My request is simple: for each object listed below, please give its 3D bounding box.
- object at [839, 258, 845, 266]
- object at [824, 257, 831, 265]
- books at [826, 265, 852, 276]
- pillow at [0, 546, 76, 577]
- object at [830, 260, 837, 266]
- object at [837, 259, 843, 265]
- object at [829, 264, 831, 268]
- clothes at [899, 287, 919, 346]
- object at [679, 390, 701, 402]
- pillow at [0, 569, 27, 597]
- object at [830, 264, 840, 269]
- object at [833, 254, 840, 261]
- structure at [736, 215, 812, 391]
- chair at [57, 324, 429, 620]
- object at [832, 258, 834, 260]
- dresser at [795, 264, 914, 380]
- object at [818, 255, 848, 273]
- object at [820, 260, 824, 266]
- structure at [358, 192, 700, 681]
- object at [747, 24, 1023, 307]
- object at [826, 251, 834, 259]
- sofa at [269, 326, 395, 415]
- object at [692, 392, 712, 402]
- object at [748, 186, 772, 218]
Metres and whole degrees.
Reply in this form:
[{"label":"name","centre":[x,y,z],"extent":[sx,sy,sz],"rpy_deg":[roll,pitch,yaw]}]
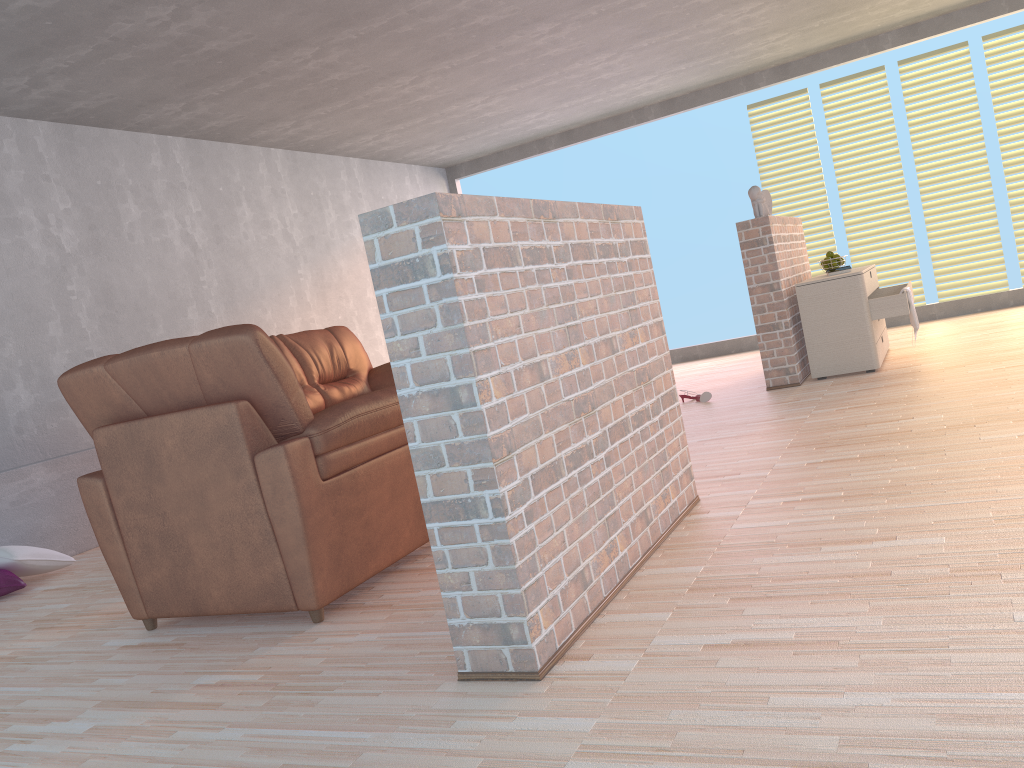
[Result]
[{"label":"object","centre":[2.244,-0.836,6.060],"extent":[0.057,0.057,0.057],"rpy_deg":[-14,5,-30]},{"label":"object","centre":[2.153,-0.840,6.052],"extent":[0.049,0.053,0.054],"rpy_deg":[-15,5,-32]},{"label":"books","centre":[2.121,-0.735,5.760],"extent":[0.146,0.040,0.209],"rpy_deg":[-11,4,17]},{"label":"pillow","centre":[-2.408,0.862,4.291],"extent":[0.388,0.205,0.357],"rpy_deg":[-11,4,14]},{"label":"object","centre":[2.183,-0.822,6.018],"extent":[0.046,0.044,0.046],"rpy_deg":[-10,5,23]},{"label":"object","centre":[2.226,-0.828,6.023],"extent":[0.039,0.040,0.038],"rpy_deg":[-9,5,35]},{"label":"object","centre":[2.198,-0.827,6.125],"extent":[0.053,0.054,0.053],"rpy_deg":[-14,5,-28]},{"label":"clothes","centre":[2.443,-0.410,5.453],"extent":[0.097,0.369,0.325],"rpy_deg":[-10,5,28]},{"label":"object","centre":[1.185,0.064,5.822],"extent":[0.188,0.085,0.069],"rpy_deg":[-14,5,-24]},{"label":"pillow","centre":[-2.487,0.937,4.056],"extent":[0.392,0.130,0.365],"rpy_deg":[-16,6,-43]},{"label":"object","centre":[2.203,-0.790,6.048],"extent":[0.060,0.055,0.059],"rpy_deg":[-13,4,-18]},{"label":"object","centre":[2.202,-0.859,6.012],"extent":[0.046,0.045,0.046],"rpy_deg":[-10,5,26]},{"label":"structure","centre":[1.873,-0.600,6.070],"extent":[0.211,1.057,1.422],"rpy_deg":[-10,5,27]},{"label":"chair","centre":[-0.832,0.238,3.109],"extent":[0.970,0.879,0.936],"rpy_deg":[-10,5,26]},{"label":"object","centre":[2.207,-0.851,6.052],"extent":[0.039,0.038,0.039],"rpy_deg":[-15,5,-34]},{"label":"dresser","centre":[2.431,-0.491,6.095],"extent":[0.605,0.612,1.686],"rpy_deg":[-10,5,27]},{"label":"object","centre":[2.201,-0.808,6.075],"extent":[0.202,0.104,0.202],"rpy_deg":[-10,4,20]},{"label":"object","centre":[2.153,-0.831,6.107],"extent":[0.054,0.048,0.053],"rpy_deg":[-9,5,33]},{"label":"structure","centre":[0.166,0.024,2.537],"extent":[0.211,1.057,1.422],"rpy_deg":[-10,5,27]},{"label":"object","centre":[4.282,-1.845,7.188],"extent":[4.372,2.114,0.044],"rpy_deg":[-10,5,27]},{"label":"object","centre":[2.177,-0.883,6.067],"extent":[0.054,0.056,0.054],"rpy_deg":[-10,5,27]},{"label":"sofa","centre":[-1.119,0.130,5.042],"extent":[0.981,0.923,2.202],"rpy_deg":[-10,5,27]},{"label":"object","centre":[1.222,0.079,5.644],"extent":[0.078,0.066,0.192],"rpy_deg":[-14,5,-27]},{"label":"object","centre":[1.588,-1.163,5.695],"extent":[0.131,0.218,0.216],"rpy_deg":[-10,5,26]}]
